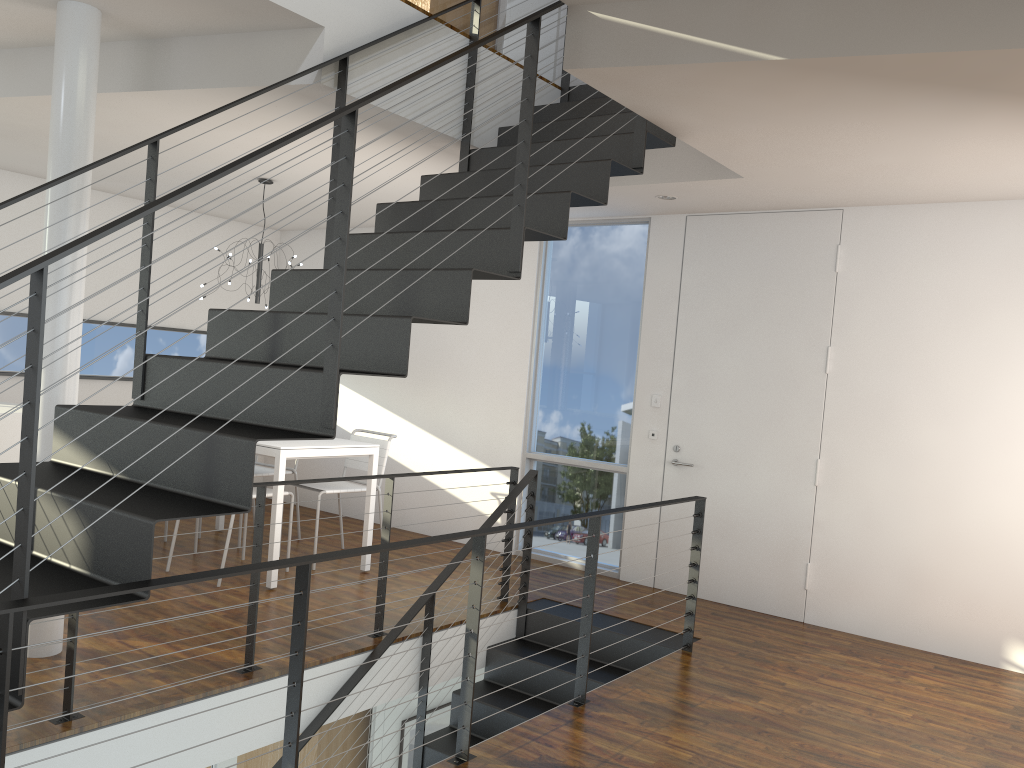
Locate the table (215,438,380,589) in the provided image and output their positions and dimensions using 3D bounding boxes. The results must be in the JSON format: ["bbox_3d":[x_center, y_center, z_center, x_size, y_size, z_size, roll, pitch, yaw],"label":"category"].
[{"bbox_3d":[-1.548,0.639,5.167,1.398,0.721,0.700,5,2,36],"label":"table"}]

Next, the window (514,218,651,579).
[{"bbox_3d":[0.466,0.074,5.621,0.834,2.214,0.115,6,3,36],"label":"window"}]

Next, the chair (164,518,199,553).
[{"bbox_3d":[-2.126,0.579,5.067,0.427,0.765,0.555,6,2,42],"label":"chair"}]

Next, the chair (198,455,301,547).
[{"bbox_3d":[-1.644,0.610,5.695,0.427,0.765,0.555,6,2,31],"label":"chair"}]

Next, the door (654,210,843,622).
[{"bbox_3d":[1.271,0.146,4.915,0.880,2.187,0.077,6,3,36],"label":"door"}]

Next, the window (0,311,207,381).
[{"bbox_3d":[-2.746,-0.228,6.404,0.165,0.408,2.025,6,2,36],"label":"window"}]

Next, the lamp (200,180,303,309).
[{"bbox_3d":[-1.457,-0.822,5.172,0.619,0.726,0.589,4,2,-32],"label":"lamp"}]

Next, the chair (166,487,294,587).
[{"bbox_3d":[-1.508,0.634,4.756,0.427,0.765,0.555,6,2,32],"label":"chair"}]

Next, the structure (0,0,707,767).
[{"bbox_3d":[-0.607,0.641,2.922,1.092,6.303,4.363,6,2,36],"label":"structure"}]

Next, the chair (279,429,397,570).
[{"bbox_3d":[-1.036,0.665,5.297,0.427,0.765,0.555,6,2,43],"label":"chair"}]

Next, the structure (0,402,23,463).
[{"bbox_3d":[-3.449,-0.236,4.368,2.748,2.208,0.750,5,2,20],"label":"structure"}]
